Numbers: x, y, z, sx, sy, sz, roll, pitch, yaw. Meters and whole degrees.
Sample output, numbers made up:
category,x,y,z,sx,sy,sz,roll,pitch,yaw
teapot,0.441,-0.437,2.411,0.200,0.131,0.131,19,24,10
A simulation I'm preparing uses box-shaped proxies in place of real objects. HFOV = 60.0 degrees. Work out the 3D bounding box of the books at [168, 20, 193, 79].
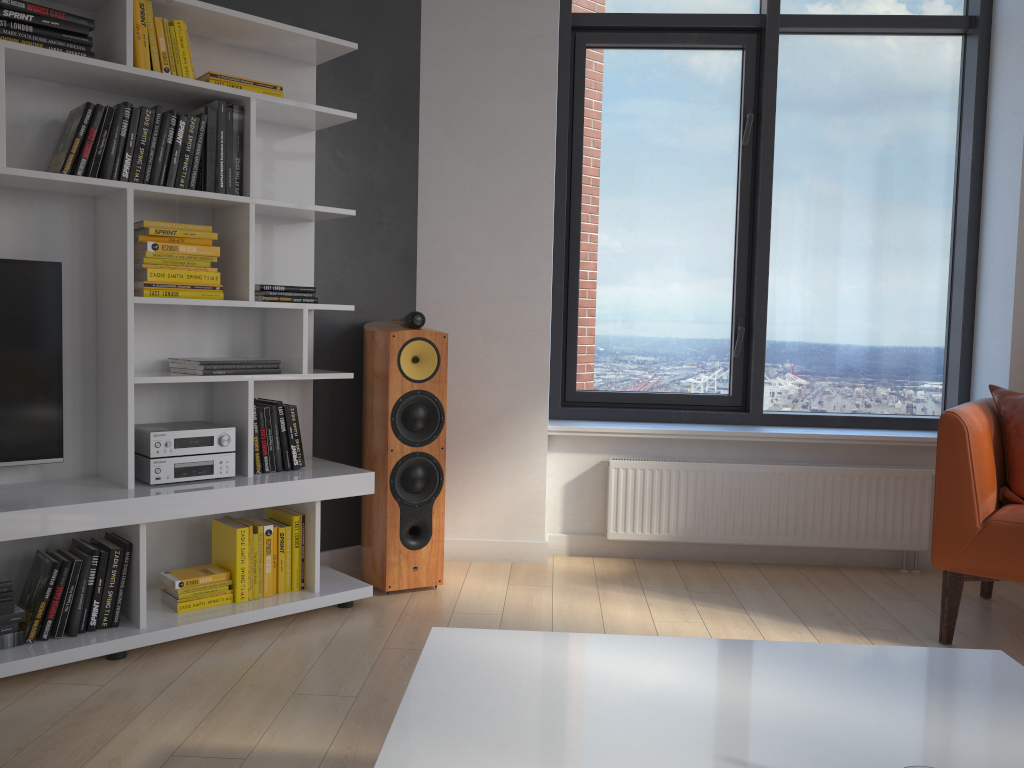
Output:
category,x,y,z,sx,sy,sz,roll,pitch,yaw
books,-1.096,-1.071,2.884,0.064,0.184,0.141,-2,5,-41

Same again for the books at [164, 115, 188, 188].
category,x,y,z,sx,sy,sz,roll,pitch,yaw
books,-1.137,-0.753,2.914,0.071,0.243,0.179,-2,5,-43

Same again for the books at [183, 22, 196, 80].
category,x,y,z,sx,sy,sz,roll,pitch,yaw
books,-1.084,-1.073,2.906,0.044,0.184,0.142,-2,5,-41

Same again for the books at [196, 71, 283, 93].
category,x,y,z,sx,sy,sz,roll,pitch,yaw
books,-0.960,-1.028,3.078,0.257,0.024,0.203,-2,5,-39

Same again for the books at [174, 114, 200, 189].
category,x,y,z,sx,sy,sz,roll,pitch,yaw
books,-1.117,-0.757,2.948,0.084,0.249,0.191,-2,5,-42

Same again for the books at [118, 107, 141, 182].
category,x,y,z,sx,sy,sz,roll,pitch,yaw
books,-1.249,-0.748,2.826,0.068,0.243,0.179,-2,5,-43

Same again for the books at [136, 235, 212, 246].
category,x,y,z,sx,sy,sz,roll,pitch,yaw
books,-1.145,-0.480,3.001,0.227,0.022,0.160,0,4,-27

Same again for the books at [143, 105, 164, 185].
category,x,y,z,sx,sy,sz,roll,pitch,yaw
books,-1.200,-0.759,2.878,0.066,0.260,0.197,-2,5,-42

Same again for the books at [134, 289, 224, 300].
category,x,y,z,sx,sy,sz,roll,pitch,yaw
books,-1.134,-0.300,2.993,0.257,0.028,0.194,-1,5,-37

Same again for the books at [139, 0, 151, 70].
category,x,y,z,sx,sy,sz,roll,pitch,yaw
books,-1.198,-1.090,2.813,0.041,0.224,0.163,-2,5,-44

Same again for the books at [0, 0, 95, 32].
category,x,y,z,sx,sy,sz,roll,pitch,yaw
books,-1.435,-1.094,2.665,0.209,0.030,0.266,5,5,41

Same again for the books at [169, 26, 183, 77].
category,x,y,z,sx,sy,sz,roll,pitch,yaw
books,-1.104,-1.057,2.858,0.046,0.161,0.108,-2,5,-43

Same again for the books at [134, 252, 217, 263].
category,x,y,z,sx,sy,sz,roll,pitch,yaw
books,-1.149,-0.426,3.002,0.239,0.019,0.171,-2,5,-42

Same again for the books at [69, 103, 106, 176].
category,x,y,z,sx,sy,sz,roll,pitch,yaw
books,-1.339,-0.741,2.754,0.096,0.234,0.187,-2,5,-42

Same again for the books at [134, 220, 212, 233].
category,x,y,z,sx,sy,sz,roll,pitch,yaw
books,-1.158,-0.528,3.011,0.223,0.023,0.163,-2,5,-38

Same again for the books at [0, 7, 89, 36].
category,x,y,z,sx,sy,sz,roll,pitch,yaw
books,-1.426,-1.067,2.661,0.246,0.026,0.180,-2,5,-40

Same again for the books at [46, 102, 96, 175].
category,x,y,z,sx,sy,sz,roll,pitch,yaw
books,-1.361,-0.741,2.727,0.104,0.234,0.182,-2,5,-42

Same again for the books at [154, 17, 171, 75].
category,x,y,z,sx,sy,sz,roll,pitch,yaw
books,-1.145,-1.067,2.846,0.054,0.180,0.132,-2,5,-42

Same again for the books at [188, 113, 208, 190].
category,x,y,z,sx,sy,sz,roll,pitch,yaw
books,-1.092,-0.763,2.972,0.066,0.260,0.197,-2,5,-42

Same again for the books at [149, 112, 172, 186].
category,x,y,z,sx,sy,sz,roll,pitch,yaw
books,-1.165,-0.748,2.872,0.069,0.242,0.172,-2,5,-41

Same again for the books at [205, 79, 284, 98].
category,x,y,z,sx,sy,sz,roll,pitch,yaw
books,-0.952,-1.002,3.076,0.257,0.028,0.194,-1,5,-37

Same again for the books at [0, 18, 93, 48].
category,x,y,z,sx,sy,sz,roll,pitch,yaw
books,-1.447,-1.041,2.680,0.284,0.030,0.214,-2,5,-39

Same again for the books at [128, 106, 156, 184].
category,x,y,z,sx,sy,sz,roll,pitch,yaw
books,-1.224,-0.754,2.854,0.084,0.249,0.191,-2,5,-42

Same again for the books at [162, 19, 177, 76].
category,x,y,z,sx,sy,sz,roll,pitch,yaw
books,-1.125,-1.067,2.854,0.044,0.178,0.128,-2,5,-42

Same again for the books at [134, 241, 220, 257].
category,x,y,z,sx,sy,sz,roll,pitch,yaw
books,-1.140,-0.452,3.005,0.239,0.033,0.176,-2,5,-39

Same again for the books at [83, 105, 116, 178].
category,x,y,z,sx,sy,sz,roll,pitch,yaw
books,-1.307,-0.741,2.764,0.081,0.233,0.169,-2,5,-43

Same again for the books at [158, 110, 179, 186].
category,x,y,z,sx,sy,sz,roll,pitch,yaw
books,-1.165,-0.758,2.906,0.075,0.254,0.192,-2,5,-43

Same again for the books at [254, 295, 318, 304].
category,x,y,z,sx,sy,sz,roll,pitch,yaw
books,-0.835,-0.304,3.207,0.213,0.023,0.161,-2,5,-39

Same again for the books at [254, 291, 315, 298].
category,x,y,z,sx,sy,sz,roll,pitch,yaw
books,-0.837,-0.323,3.207,0.198,0.015,0.142,-2,5,-44

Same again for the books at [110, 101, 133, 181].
category,x,y,z,sx,sy,sz,roll,pitch,yaw
books,-1.273,-0.754,2.812,0.075,0.254,0.192,-2,5,-43

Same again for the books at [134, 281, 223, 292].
category,x,y,z,sx,sy,sz,roll,pitch,yaw
books,-1.142,-0.326,2.995,0.257,0.024,0.203,-2,5,-39

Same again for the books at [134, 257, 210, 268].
category,x,y,z,sx,sy,sz,roll,pitch,yaw
books,-1.147,-0.405,2.982,0.217,0.023,0.145,-2,5,-38

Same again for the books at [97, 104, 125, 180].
category,x,y,z,sx,sy,sz,roll,pitch,yaw
books,-1.273,-0.745,2.778,0.069,0.242,0.172,-2,5,-41

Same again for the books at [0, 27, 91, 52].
category,x,y,z,sx,sy,sz,roll,pitch,yaw
books,-1.437,-1.014,2.665,0.264,0.020,0.189,-2,5,-44

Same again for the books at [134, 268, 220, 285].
category,x,y,z,sx,sy,sz,roll,pitch,yaw
books,-1.143,-0.360,2.997,0.243,0.042,0.189,-2,5,-42

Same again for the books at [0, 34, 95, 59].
category,x,y,z,sx,sy,sz,roll,pitch,yaw
books,-1.434,-0.988,2.665,0.284,0.030,0.214,-2,5,-39

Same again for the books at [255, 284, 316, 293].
category,x,y,z,sx,sy,sz,roll,pitch,yaw
books,-0.845,-0.344,3.218,0.213,0.023,0.161,-2,5,-39

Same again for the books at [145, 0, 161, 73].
category,x,y,z,sx,sy,sz,roll,pitch,yaw
books,-1.182,-1.091,2.839,0.054,0.224,0.164,-2,5,-43

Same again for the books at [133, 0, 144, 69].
category,x,y,z,sx,sy,sz,roll,pitch,yaw
books,-1.203,-1.090,2.784,0.041,0.229,0.161,-2,5,-43

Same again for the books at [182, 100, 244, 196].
category,x,y,z,sx,sy,sz,roll,pitch,yaw
books,-1.038,-0.792,3.056,0.128,0.321,0.259,-2,5,-42

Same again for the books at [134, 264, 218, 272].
category,x,y,z,sx,sy,sz,roll,pitch,yaw
books,-1.154,-0.389,3.004,0.251,0.014,0.189,-2,5,-39

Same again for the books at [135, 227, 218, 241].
category,x,y,z,sx,sy,sz,roll,pitch,yaw
books,-1.136,-0.503,3.002,0.223,0.023,0.163,-2,5,-38
